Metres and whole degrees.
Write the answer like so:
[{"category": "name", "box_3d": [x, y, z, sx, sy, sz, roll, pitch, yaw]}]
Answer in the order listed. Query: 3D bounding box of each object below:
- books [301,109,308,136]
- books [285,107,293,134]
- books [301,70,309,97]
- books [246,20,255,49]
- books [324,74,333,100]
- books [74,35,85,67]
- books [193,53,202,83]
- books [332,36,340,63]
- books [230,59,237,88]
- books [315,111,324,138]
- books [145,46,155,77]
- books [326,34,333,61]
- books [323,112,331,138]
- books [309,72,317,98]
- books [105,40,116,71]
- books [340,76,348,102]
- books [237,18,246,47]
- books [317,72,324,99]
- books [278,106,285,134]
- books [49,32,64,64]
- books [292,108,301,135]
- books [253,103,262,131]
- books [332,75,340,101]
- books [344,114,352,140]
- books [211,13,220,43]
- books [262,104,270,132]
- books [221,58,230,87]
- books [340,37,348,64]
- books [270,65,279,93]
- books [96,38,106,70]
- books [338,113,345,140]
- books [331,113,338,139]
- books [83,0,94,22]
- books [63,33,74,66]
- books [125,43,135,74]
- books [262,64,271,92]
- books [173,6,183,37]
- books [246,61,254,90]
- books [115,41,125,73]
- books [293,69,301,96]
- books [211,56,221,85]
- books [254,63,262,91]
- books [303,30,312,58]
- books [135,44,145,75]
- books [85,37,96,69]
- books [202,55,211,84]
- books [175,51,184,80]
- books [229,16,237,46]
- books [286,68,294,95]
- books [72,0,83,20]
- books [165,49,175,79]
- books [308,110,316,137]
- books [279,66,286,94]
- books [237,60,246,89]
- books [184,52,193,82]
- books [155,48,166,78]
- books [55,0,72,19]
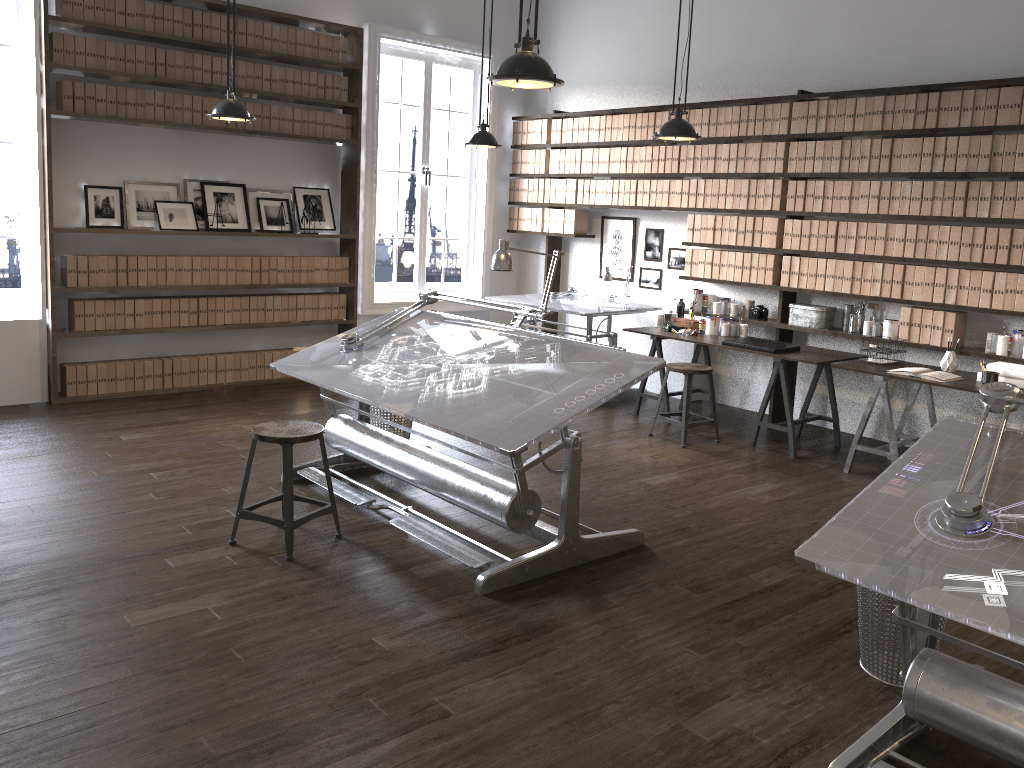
[{"category": "books", "box_3d": [-1.781, -2.188, 7.436, 0.067, 0.224, 0.175, -4, 12, -40]}, {"category": "books", "box_3d": [-1.889, -2.175, 7.342, 0.067, 0.224, 0.175, -4, 12, -40]}, {"category": "books", "box_3d": [-1.766, -2.494, 7.394, 0.067, 0.224, 0.175, -4, 12, -40]}, {"category": "books", "box_3d": [-2.110, -2.765, 7.043, 0.067, 0.224, 0.175, -4, 12, -40]}, {"category": "books", "box_3d": [-1.598, -2.512, 7.530, 0.067, 0.224, 0.175, -4, 12, -40]}, {"category": "books", "box_3d": [-3.082, -2.341, 6.272, 0.067, 0.224, 0.175, -4, 12, -40]}, {"category": "books", "box_3d": [-2.447, -2.414, 6.808, 0.067, 0.224, 0.175, -4, 12, -40]}, {"category": "books", "box_3d": [-1.534, -2.832, 7.534, 0.067, 0.224, 0.175, -4, 12, -40]}, {"category": "books", "box_3d": [-2.235, -2.440, 6.994, 0.067, 0.224, 0.175, -4, 12, -40]}, {"category": "books", "box_3d": [-1.674, -2.200, 7.525, 0.067, 0.224, 0.175, -4, 12, -40]}, {"category": "books", "box_3d": [-2.718, -2.384, 6.587, 0.067, 0.224, 0.175, -4, 12, -40]}, {"category": "books", "box_3d": [-1.588, -2.826, 7.488, 0.067, 0.224, 0.175, -4, 12, -40]}, {"category": "books", "box_3d": [-1.616, -2.205, 7.569, 0.067, 0.224, 0.175, -4, 12, -40]}, {"category": "books", "box_3d": [-1.710, -2.500, 7.437, 0.067, 0.224, 0.175, -4, 12, -40]}, {"category": "books", "box_3d": [-2.928, -2.358, 6.401, 0.067, 0.224, 0.175, -4, 12, -40]}, {"category": "books", "box_3d": [-1.486, -2.526, 7.629, 0.067, 0.224, 0.175, -4, 12, -40]}, {"category": "books", "box_3d": [-2.168, -2.759, 6.995, 0.067, 0.224, 0.175, -4, 12, -40]}, {"category": "books", "box_3d": [-1.659, -2.507, 7.486, 0.067, 0.224, 0.175, -4, 12, -40]}, {"category": "books", "box_3d": [-1.938, -2.170, 7.303, 0.067, 0.224, 0.175, -4, 12, -40]}, {"category": "books", "box_3d": [-3.193, -2.329, 6.186, 0.067, 0.224, 0.175, -4, 12, -40]}, {"category": "books", "box_3d": [-1.832, -2.181, 7.388, 0.067, 0.224, 0.175, -4, 12, -40]}, {"category": "books", "box_3d": [-2.095, -2.152, 7.171, 0.067, 0.224, 0.175, -4, 12, -40]}, {"category": "books", "box_3d": [-1.545, -2.520, 7.582, 0.067, 0.224, 0.175, -4, 12, -40]}, {"category": "books", "box_3d": [-1.468, -2.224, 7.702, 0.067, 0.224, 0.175, -4, 12, -40]}, {"category": "books", "box_3d": [-2.326, -2.739, 6.854, 0.067, 0.224, 0.175, -4, 12, -40]}, {"category": "books", "box_3d": [-2.041, -2.158, 7.217, 0.067, 0.224, 0.175, -4, 12, -40]}, {"category": "books", "box_3d": [-2.282, -2.434, 6.953, 0.067, 0.224, 0.175, -4, 12, -40]}, {"category": "books", "box_3d": [-1.477, -2.838, 7.576, 0.067, 0.224, 0.175, -4, 12, -40]}, {"category": "books", "box_3d": [-1.969, -2.470, 7.219, 0.067, 0.224, 0.175, -4, 12, -40]}, {"category": "books", "box_3d": [-2.981, -2.353, 6.362, 0.067, 0.224, 0.175, -4, 12, -40]}, {"category": "books", "box_3d": [-1.521, -2.218, 7.656, 0.067, 0.224, 0.175, -4, 12, -40]}, {"category": "books", "box_3d": [-1.566, -2.211, 7.612, 0.067, 0.224, 0.175, -4, 12, -40]}, {"category": "books", "box_3d": [-3.019, -2.660, 6.271, 0.067, 0.224, 0.175, -4, 12, -40]}, {"category": "books", "box_3d": [-3.138, -2.335, 6.229, 0.067, 0.224, 0.175, -4, 12, -40]}, {"category": "books", "box_3d": [-2.826, -2.372, 6.495, 0.067, 0.224, 0.175, -4, 12, -40]}, {"category": "books", "box_3d": [-2.022, -2.463, 7.170, 0.067, 0.224, 0.175, -4, 12, -40]}, {"category": "books", "box_3d": [-2.545, -2.714, 6.671, 0.067, 0.224, 0.175, -4, 12, -40]}, {"category": "books", "box_3d": [-2.133, -2.452, 7.084, 0.067, 0.224, 0.175, -4, 12, -40]}, {"category": "books", "box_3d": [-2.880, -2.365, 6.449, 0.067, 0.224, 0.175, -4, 12, -40]}, {"category": "books", "box_3d": [-1.820, -2.488, 7.348, 0.067, 0.224, 0.175, -4, 12, -40]}, {"category": "books", "box_3d": [-2.336, -2.427, 6.904, 0.067, 0.224, 0.175, -4, 12, -40]}, {"category": "books", "box_3d": [-2.079, -2.458, 7.128, 0.067, 0.224, 0.175, -4, 12, -40]}, {"category": "books", "box_3d": [-1.736, -2.808, 7.359, 0.067, 0.224, 0.175, -4, 12, -40]}, {"category": "books", "box_3d": [-2.769, -2.377, 6.538, 0.067, 0.224, 0.175, -4, 12, -40]}, {"category": "books", "box_3d": [-3.028, -2.347, 6.320, 0.067, 0.224, 0.175, -4, 12, -40]}, {"category": "books", "box_3d": [-2.394, -2.421, 6.858, 0.067, 0.224, 0.175, -4, 12, -40]}, {"category": "books", "box_3d": [-2.553, -2.403, 6.724, 0.067, 0.224, 0.175, -4, 12, -40]}, {"category": "books", "box_3d": [-2.222, -2.753, 6.951, 0.067, 0.224, 0.175, -4, 12, -40]}, {"category": "books", "box_3d": [-1.868, -2.481, 7.300, 0.067, 0.224, 0.175, -4, 12, -40]}, {"category": "books", "box_3d": [-3.072, -2.653, 6.221, 0.067, 0.224, 0.175, -4, 12, -40]}, {"category": "books", "box_3d": [-2.605, -2.397, 6.684, 0.067, 0.224, 0.175, -4, 12, -40]}, {"category": "books", "box_3d": [-1.729, -2.194, 7.483, 0.067, 0.224, 0.175, -4, 12, -40]}, {"category": "books", "box_3d": [-1.922, -2.476, 7.260, 0.067, 0.224, 0.175, -4, 12, -40]}, {"category": "books", "box_3d": [-2.182, -2.445, 7.034, 0.067, 0.224, 0.175, -4, 12, -40]}, {"category": "books", "box_3d": [-2.502, -2.407, 6.761, 0.067, 0.224, 0.175, -4, 12, -40]}, {"category": "books", "box_3d": [-2.657, -2.390, 6.632, 0.067, 0.224, 0.175, -4, 12, -40]}, {"category": "books", "box_3d": [-3.127, -2.646, 6.175, 0.067, 0.224, 0.175, -4, 12, -40]}]
